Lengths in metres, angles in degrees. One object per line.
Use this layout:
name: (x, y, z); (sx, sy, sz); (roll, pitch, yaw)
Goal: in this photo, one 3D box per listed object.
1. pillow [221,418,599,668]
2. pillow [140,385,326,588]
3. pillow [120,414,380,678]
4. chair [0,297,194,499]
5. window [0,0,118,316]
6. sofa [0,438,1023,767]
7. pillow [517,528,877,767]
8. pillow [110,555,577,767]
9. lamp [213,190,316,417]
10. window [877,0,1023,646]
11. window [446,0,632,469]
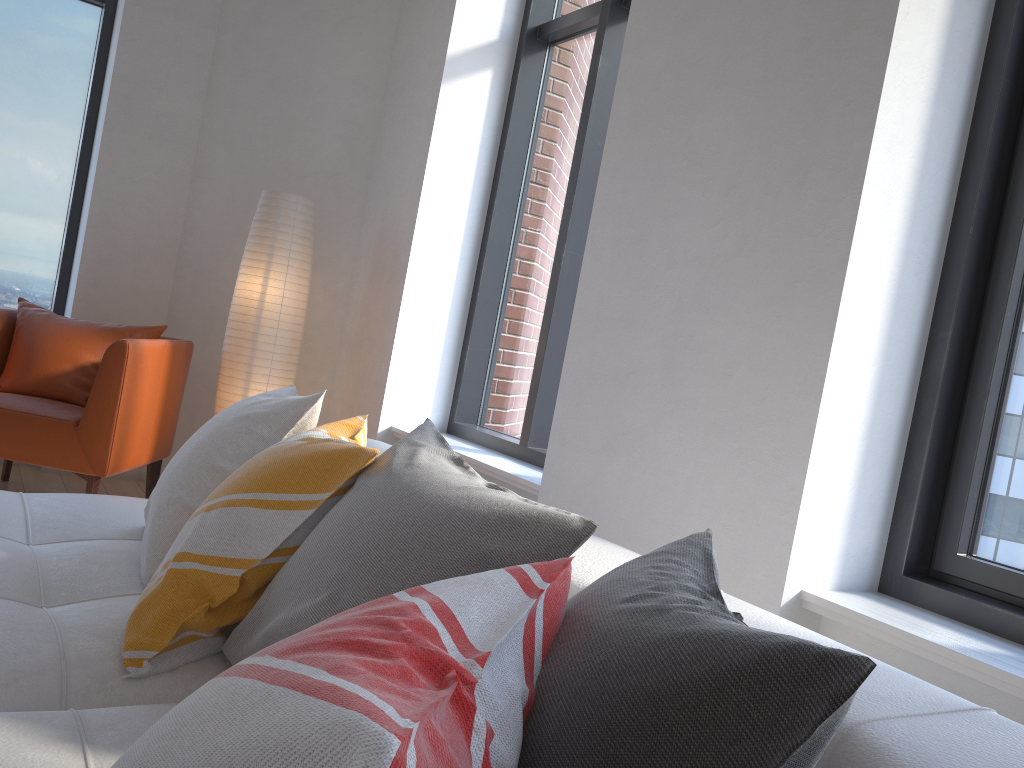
pillow: (-1.092, 0.150, 0.410); (2.953, 0.453, 0.647); (9, 2, -45)
pillow: (-0.647, 0.210, 1.240); (0.580, 0.456, 2.156); (10, 2, -6)
pillow: (-0.685, 0.231, 0.923); (0.630, 0.440, 2.095); (11, 2, 15)
chair: (-1.950, 0.101, 3.806); (0.896, 0.858, 0.843); (11, 2, 0)
window: (-3.064, -1.514, 4.260); (1.960, 2.402, 0.170); (10, 2, -32)
sofa: (-1.391, 0.360, 0.834); (3.424, 0.732, 2.614); (10, 2, -32)
pillow: (-0.571, 0.252, 0.363); (2.120, 0.436, 0.608); (9, 2, -37)
pillow: (-0.844, 0.233, 0.182); (2.250, 0.449, 0.575); (9, 2, -35)
lamp: (-0.997, -0.077, 4.035); (0.804, 1.550, 0.502); (11, 2, 18)
window: (1.521, -0.580, 1.626); (0.170, 2.402, 1.310); (10, 2, -32)
window: (0.324, -0.861, 3.570); (0.170, 2.402, 1.310); (10, 2, -32)
